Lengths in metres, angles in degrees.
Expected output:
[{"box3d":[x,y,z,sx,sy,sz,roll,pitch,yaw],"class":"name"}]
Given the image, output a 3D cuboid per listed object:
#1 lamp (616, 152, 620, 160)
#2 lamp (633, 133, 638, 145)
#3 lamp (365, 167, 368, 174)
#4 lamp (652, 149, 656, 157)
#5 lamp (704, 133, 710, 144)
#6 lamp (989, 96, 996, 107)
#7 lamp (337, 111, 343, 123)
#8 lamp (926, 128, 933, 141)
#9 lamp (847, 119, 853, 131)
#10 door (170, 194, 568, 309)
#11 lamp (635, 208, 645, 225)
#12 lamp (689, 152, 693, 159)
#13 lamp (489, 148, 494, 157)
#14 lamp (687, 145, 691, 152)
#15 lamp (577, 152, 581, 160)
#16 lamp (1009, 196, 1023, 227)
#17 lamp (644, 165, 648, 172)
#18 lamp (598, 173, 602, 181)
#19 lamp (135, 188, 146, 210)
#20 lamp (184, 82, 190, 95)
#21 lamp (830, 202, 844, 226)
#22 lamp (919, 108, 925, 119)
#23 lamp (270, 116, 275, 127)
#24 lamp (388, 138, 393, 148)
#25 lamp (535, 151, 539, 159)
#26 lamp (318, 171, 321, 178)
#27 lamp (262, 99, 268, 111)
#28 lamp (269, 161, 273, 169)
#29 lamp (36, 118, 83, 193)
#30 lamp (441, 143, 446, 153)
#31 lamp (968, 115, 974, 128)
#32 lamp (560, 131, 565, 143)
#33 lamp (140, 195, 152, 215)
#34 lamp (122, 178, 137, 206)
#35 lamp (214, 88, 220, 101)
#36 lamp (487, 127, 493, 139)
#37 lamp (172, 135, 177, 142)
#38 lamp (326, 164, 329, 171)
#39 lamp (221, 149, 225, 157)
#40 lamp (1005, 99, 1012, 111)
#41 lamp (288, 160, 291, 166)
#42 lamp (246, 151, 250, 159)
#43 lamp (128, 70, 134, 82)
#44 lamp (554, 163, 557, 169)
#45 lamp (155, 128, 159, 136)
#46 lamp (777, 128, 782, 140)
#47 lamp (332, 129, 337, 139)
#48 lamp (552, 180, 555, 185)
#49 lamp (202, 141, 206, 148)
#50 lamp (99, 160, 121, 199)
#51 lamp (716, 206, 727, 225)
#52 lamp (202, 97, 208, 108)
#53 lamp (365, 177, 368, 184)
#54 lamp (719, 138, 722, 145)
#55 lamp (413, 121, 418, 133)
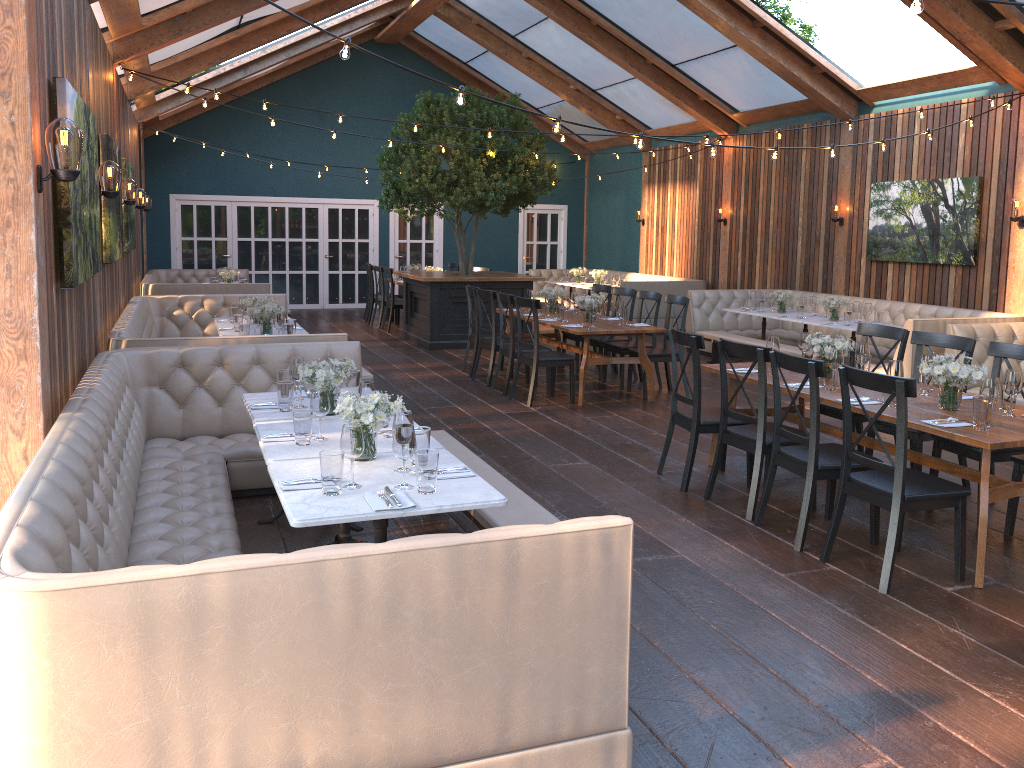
[{"box3d":[1.559,-3.365,13.037,0.056,0.116,0.068,-2,8,-24],"class":"lamp"},{"box3d":[1.288,-2.551,9.217,0.056,0.120,0.057,0,7,-6],"class":"lamp"},{"box3d":[-2.712,-3.979,16.477,0.067,0.117,0.057,4,8,23],"class":"lamp"},{"box3d":[2.161,-3.520,13.492,0.056,0.120,0.056,-4,9,-38],"class":"lamp"},{"box3d":[2.042,-2.568,9.277,0.056,0.116,0.068,5,8,32],"class":"lamp"},{"box3d":[5.061,-2.973,9.315,0.056,0.120,0.057,1,7,1],"class":"lamp"},{"box3d":[-1.742,-2.705,8.977,0.056,0.120,0.057,0,7,-8],"class":"lamp"},{"box3d":[3.918,-2.338,8.306,0.071,0.115,0.057,1,7,1],"class":"lamp"},{"box3d":[3.560,-2.729,9.321,0.063,0.118,0.057,-3,8,-27],"class":"lamp"},{"box3d":[-2.641,-2.669,18.207,8.177,2.194,0.175,-3,7,-21],"class":"door"},{"box3d":[2.466,-3.233,17.093,0.178,0.318,0.147,-2,7,-21],"class":"lamp"},{"box3d":[2.923,-3.733,14.481,0.074,0.114,0.057,-1,7,-15],"class":"lamp"},{"box3d":[-0.271,-3.062,11.697,0.056,0.120,0.057,2,7,4],"class":"lamp"},{"box3d":[2.777,-3.702,13.908,0.064,0.117,0.057,0,7,-12],"class":"lamp"},{"box3d":[0.954,-3.242,12.594,0.060,0.118,0.057,1,7,3],"class":"lamp"},{"box3d":[5.373,-1.835,9.406,0.178,0.318,0.147,-2,7,-21],"class":"lamp"},{"box3d":[2.195,-3.528,14.491,0.056,0.117,0.066,-6,10,-44],"class":"lamp"},{"box3d":[1.442,-3.393,14.496,0.056,0.120,0.056,-5,9,-43],"class":"lamp"},{"box3d":[-4.821,-2.367,11.437,0.178,0.318,0.147,-2,7,-21],"class":"lamp"},{"box3d":[-3.237,-2.945,8.813,0.056,0.119,0.056,6,8,35],"class":"lamp"},{"box3d":[4.399,-2.303,11.982,0.178,0.318,0.147,-2,7,-21],"class":"lamp"},{"box3d":[4.317,-2.849,9.315,0.056,0.119,0.057,4,7,22],"class":"lamp"},{"box3d":[-2.642,-2.906,9.781,0.056,0.118,0.062,4,8,21],"class":"lamp"},{"box3d":[-1.477,-2.937,10.763,0.056,0.119,0.057,-4,8,-33],"class":"lamp"},{"box3d":[0.342,-3.142,12.144,0.060,0.118,0.057,-4,8,-35],"class":"lamp"},{"box3d":[-3.093,-3.371,14.222,0.056,0.114,0.074,4,8,22],"class":"lamp"},{"box3d":[-2.487,-2.809,8.902,0.056,0.120,0.057,1,7,4],"class":"lamp"},{"box3d":[-3.853,-3.503,14.155,0.056,0.118,0.060,-1,7,-16],"class":"lamp"},{"box3d":[-1.920,-0.972,3.765,0.178,0.318,0.147,-2,7,-21],"class":"lamp"},{"box3d":[-0.871,-2.990,11.226,0.056,0.120,0.056,-5,9,-40],"class":"lamp"},{"box3d":[4.523,-2.585,8.714,0.060,0.118,0.057,1,7,2],"class":"lamp"},{"box3d":[0.527,-2.560,9.164,0.056,0.120,0.056,8,10,44],"class":"lamp"},{"box3d":[-5.788,-2.832,13.993,0.178,0.318,0.147,-2,7,-21],"class":"lamp"},{"box3d":[-3.855,-1.903,8.883,0.178,0.318,0.147,-2,7,-21],"class":"lamp"},{"box3d":[-2.953,-2.895,8.847,0.056,0.120,0.057,-1,7,-18],"class":"lamp"},{"box3d":[-0.228,-2.586,9.116,0.056,0.120,0.057,4,7,20],"class":"lamp"},{"box3d":[-5.314,-3.865,13.927,0.076,0.113,0.057,4,8,24],"class":"lamp"},{"box3d":[-3.344,-3.914,16.008,0.056,0.120,0.057,1,7,3],"class":"lamp"},{"box3d":[-4.593,-3.668,14.045,0.060,0.118,0.057,-2,8,-26],"class":"lamp"},{"box3d":[5.116,-2.871,9.114,0.063,0.118,0.057,-4,9,-37],"class":"lamp"},{"box3d":[-3.909,-3.877,15.522,0.056,0.119,0.057,-1,7,-19],"class":"lamp"},{"box3d":[-4.483,-3.888,15.022,0.056,0.119,0.057,0,7,-6],"class":"lamp"},{"box3d":[-3.797,-3.069,8.811,0.056,0.118,0.062,3,7,14],"class":"lamp"},{"box3d":[0.935,-4.716,19.122,0.056,0.120,0.056,-4,9,-38],"class":"lamp"},{"box3d":[-5.621,-3.994,14.012,0.056,0.119,0.056,7,9,39],"class":"lamp"},{"box3d":[2.811,-2.623,9.293,0.056,0.120,0.057,1,7,0],"class":"lamp"},{"box3d":[-2.068,-2.904,10.279,0.056,0.119,0.056,6,8,35],"class":"lamp"},{"box3d":[0.679,-3.309,14.501,0.056,0.120,0.056,-6,10,-44],"class":"lamp"},{"box3d":[-5.056,-3.933,14.521,0.056,0.120,0.057,-4,9,-36],"class":"lamp"},{"box3d":[-2.881,-1.434,6.307,0.178,0.318,0.147,-2,7,-21],"class":"lamp"},{"box3d":[3.433,-2.768,14.536,0.178,0.318,0.147,-2,7,-21],"class":"lamp"},{"box3d":[-3.220,-2.958,9.292,0.056,0.117,0.065,5,8,28],"class":"lamp"},{"box3d":[-2.357,-3.296,14.338,0.056,0.118,0.060,3,7,16],"class":"lamp"},{"box3d":[3.380,-3.923,14.341,0.056,0.119,0.057,2,7,8],"class":"lamp"},{"box3d":[-0.987,-2.632,9.048,0.056,0.120,0.057,0,7,-12],"class":"lamp"}]
